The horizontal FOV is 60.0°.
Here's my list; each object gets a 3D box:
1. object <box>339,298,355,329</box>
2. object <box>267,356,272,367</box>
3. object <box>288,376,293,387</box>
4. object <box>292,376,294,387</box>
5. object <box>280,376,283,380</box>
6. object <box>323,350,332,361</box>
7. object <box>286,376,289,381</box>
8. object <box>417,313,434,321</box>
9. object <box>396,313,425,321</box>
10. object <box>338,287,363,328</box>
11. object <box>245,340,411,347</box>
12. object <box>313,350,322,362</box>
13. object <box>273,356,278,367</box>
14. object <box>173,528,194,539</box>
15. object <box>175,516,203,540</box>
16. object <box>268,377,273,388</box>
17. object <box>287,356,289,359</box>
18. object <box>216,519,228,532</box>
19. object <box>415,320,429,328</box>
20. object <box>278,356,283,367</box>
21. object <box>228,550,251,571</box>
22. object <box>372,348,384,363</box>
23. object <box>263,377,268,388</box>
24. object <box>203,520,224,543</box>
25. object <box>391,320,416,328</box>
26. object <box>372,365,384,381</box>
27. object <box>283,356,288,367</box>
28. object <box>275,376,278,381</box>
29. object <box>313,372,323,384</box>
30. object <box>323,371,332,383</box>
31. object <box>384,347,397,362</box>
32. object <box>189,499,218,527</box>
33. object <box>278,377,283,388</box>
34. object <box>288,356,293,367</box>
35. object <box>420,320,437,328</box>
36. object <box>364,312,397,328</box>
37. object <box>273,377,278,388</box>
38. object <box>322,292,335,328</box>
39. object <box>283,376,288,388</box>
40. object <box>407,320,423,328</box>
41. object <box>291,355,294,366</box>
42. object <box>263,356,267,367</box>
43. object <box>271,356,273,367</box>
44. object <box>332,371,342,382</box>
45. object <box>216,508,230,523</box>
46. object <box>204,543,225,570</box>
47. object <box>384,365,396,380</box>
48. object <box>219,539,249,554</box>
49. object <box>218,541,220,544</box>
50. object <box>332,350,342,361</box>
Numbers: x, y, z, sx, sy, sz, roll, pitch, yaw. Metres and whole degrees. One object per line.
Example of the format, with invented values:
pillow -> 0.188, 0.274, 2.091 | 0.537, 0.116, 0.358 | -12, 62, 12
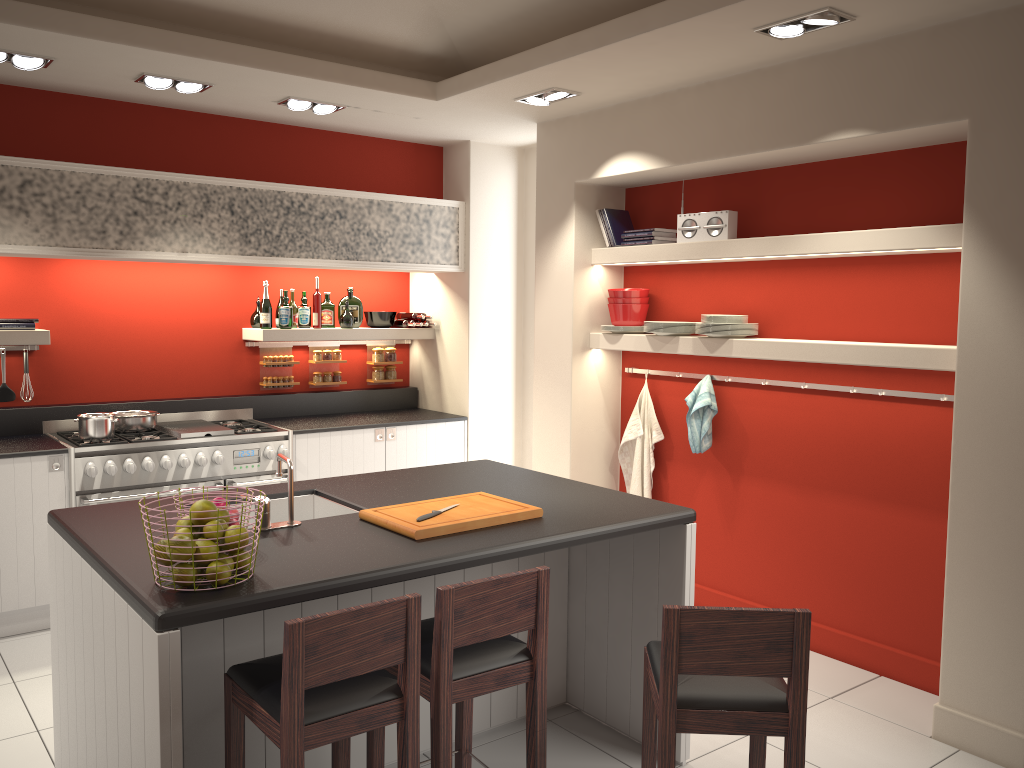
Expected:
object -> -1.195, -0.516, 6.423 | 0.113, 0.226, 0.113 | -2, 5, -26
object -> -1.717, -0.158, 6.288 | 0.034, 0.078, 0.034 | -1, 5, -17
object -> -1.595, -0.017, 6.395 | 0.034, 0.078, 0.034 | -1, 5, -17
object -> -1.600, -0.021, 6.439 | 0.034, 0.078, 0.034 | -1, 5, -17
object -> -1.662, -0.017, 6.392 | 0.034, 0.078, 0.034 | -1, 5, -17
object -> -1.370, -0.209, 6.581 | 0.068, 0.088, 0.068 | -1, 5, -17
object -> -1.631, -0.019, 6.415 | 0.034, 0.078, 0.034 | -1, 5, -17
object -> -0.713, -0.519, 6.860 | 0.062, 0.062, 0.366 | -3, 6, -37
object -> -0.777, -0.518, 6.840 | 0.062, 0.062, 0.366 | -3, 6, -37
object -> -1.200, -0.567, 6.587 | 0.186, 0.303, 0.057 | 0, 5, -8
object -> -1.354, -0.310, 6.682 | 1.355, 0.034, 0.048 | -3, 6, -37
object -> -1.432, -0.206, 6.533 | 0.068, 0.088, 0.068 | -1, 5, -17
object -> -1.686, -0.159, 6.312 | 0.034, 0.078, 0.034 | -1, 5, -17
object -> -0.919, 0.434, 2.483 | 0.057, 0.061, 0.062 | -1, 5, -23
object -> -0.932, 0.418, 2.557 | 0.071, 0.076, 0.078 | 3, 5, 22
object -> -1.719, -0.010, 6.300 | 0.034, 0.078, 0.034 | -1, 5, -17
object -> -1.629, -0.167, 6.404 | 0.034, 0.078, 0.034 | -1, 5, -17
object -> -0.854, 0.418, 2.572 | 0.057, 0.054, 0.056 | 3, 5, 23
object -> -0.751, -0.465, 6.862 | 0.061, 0.061, 0.366 | -3, 6, -37
object -> -1.655, -0.161, 6.335 | 0.034, 0.078, 0.034 | -1, 5, -17
object -> -0.794, 0.511, 2.581 | 0.068, 0.068, 0.068 | -2, 5, -26
object -> -1.031, -0.220, 6.837 | 0.093, 0.120, 0.094 | -1, 5, -17
object -> -1.756, -0.012, 6.319 | 0.034, 0.078, 0.034 | -1, 5, -17
object -> -0.841, 0.416, 2.499 | 0.057, 0.061, 0.062 | -1, 5, -23
object -> -0.838, -0.458, 6.769 | 0.062, 0.062, 0.366 | -3, 6, -37
object -> -1.032, -0.084, 6.848 | 0.093, 0.120, 0.094 | -1, 5, -17
object -> -1.624, -0.163, 6.359 | 0.034, 0.078, 0.034 | -1, 5, -17
object -> -1.694, -0.016, 6.367 | 0.034, 0.078, 0.034 | -1, 5, -17
object -> -1.434, -0.046, 6.546 | 0.068, 0.088, 0.068 | -1, 5, -17
object -> -1.372, -0.050, 6.593 | 0.068, 0.088, 0.068 | -1, 5, -17
object -> -0.946, -0.225, 6.902 | 0.093, 0.120, 0.094 | -1, 5, -17
object -> -0.882, 0.370, 2.535 | 0.078, 0.080, 0.078 | -3, 6, -37
object -> -1.657, -0.013, 6.347 | 0.034, 0.078, 0.034 | -1, 5, -17
object -> -1.593, -0.165, 6.383 | 0.034, 0.078, 0.034 | -1, 5, -17
object -> -0.689, -0.466, 6.885 | 0.061, 0.061, 0.366 | -3, 6, -37
object -> -1.004, -0.490, 6.757 | 0.251, 0.121, 0.251 | 4, 6, 34
object -> -1.688, -0.012, 6.323 | 0.034, 0.078, 0.034 | -1, 5, -17
object -> -1.347, -0.537, 6.464 | 0.112, 0.260, 0.071 | 0, 5, -9
object -> -1.626, -0.015, 6.371 | 0.034, 0.078, 0.034 | -1, 5, -17
object -> -0.788, -0.461, 6.807 | 0.062, 0.062, 0.366 | -3, 6, -37
object -> -1.598, -0.168, 6.427 | 0.034, 0.078, 0.034 | -1, 5, -17
object -> -1.755, -0.160, 6.308 | 0.034, 0.078, 0.034 | -1, 5, -17
object -> -1.724, -0.162, 6.331 | 0.034, 0.078, 0.034 | -1, 5, -17
object -> -1.310, -0.053, 6.641 | 0.068, 0.088, 0.068 | -1, 5, -17
object -> -0.870, 0.396, 2.623 | 0.067, 0.064, 0.067 | -3, 6, -37
object -> -0.881, 0.502, 2.586 | 0.086, 0.079, 0.084 | 1, 5, 7
object -> -0.948, -0.088, 6.913 | 0.093, 0.120, 0.094 | -1, 5, -17
object -> -0.806, 0.452, 2.574 | 0.082, 0.082, 0.082 | 2, 5, 19
object -> -0.843, 0.450, 2.621 | 0.055, 0.057, 0.057 | 5, 7, 44
object -> -1.308, -0.213, 6.628 | 0.068, 0.088, 0.068 | -1, 5, -17
